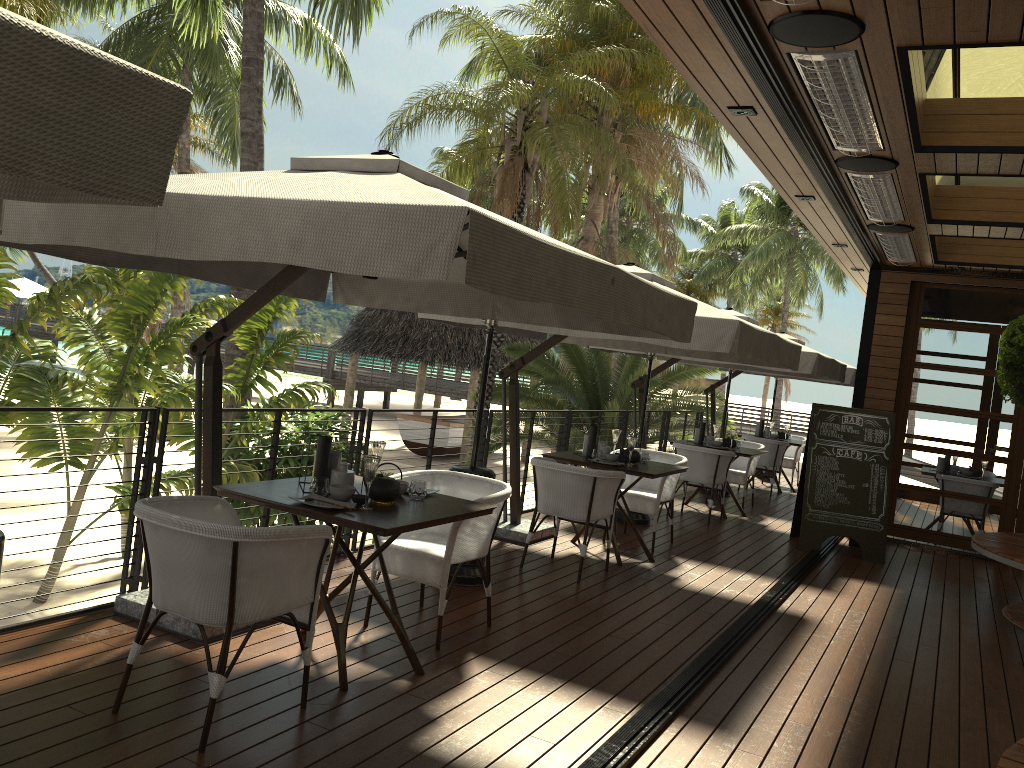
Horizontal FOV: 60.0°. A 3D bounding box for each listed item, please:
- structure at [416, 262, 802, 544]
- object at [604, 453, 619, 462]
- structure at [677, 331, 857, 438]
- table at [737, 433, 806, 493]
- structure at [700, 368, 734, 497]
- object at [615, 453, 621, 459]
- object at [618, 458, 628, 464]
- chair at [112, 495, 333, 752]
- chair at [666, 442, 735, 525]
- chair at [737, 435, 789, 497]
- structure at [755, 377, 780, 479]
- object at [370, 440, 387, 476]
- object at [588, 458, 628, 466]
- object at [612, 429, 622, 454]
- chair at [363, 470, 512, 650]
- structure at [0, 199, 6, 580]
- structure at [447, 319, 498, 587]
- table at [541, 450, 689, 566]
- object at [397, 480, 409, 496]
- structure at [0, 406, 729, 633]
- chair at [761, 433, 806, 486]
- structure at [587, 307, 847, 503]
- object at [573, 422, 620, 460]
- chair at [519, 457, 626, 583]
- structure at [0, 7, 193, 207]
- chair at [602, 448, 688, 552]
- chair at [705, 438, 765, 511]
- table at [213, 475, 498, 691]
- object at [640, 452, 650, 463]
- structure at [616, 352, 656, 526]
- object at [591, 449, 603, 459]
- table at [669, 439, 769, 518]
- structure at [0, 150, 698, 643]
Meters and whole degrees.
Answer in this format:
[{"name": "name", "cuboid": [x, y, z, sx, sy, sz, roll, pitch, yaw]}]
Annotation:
[{"name": "structure", "cuboid": [0.802, 0.193, 7.074, 2.416, 2.332, 2.412, 8, 1, 27]}, {"name": "object", "cuboid": [0.772, 0.579, 6.896, 0.116, 0.065, 0.116, 8, 2, 25]}, {"name": "structure", "cuboid": [3.845, 0.386, 13.096, 2.416, 2.332, 2.412, 8, 1, 27]}, {"name": "table", "cuboid": [3.845, 1.179, 13.130, 0.932, 0.749, 0.931, 8, 2, 27]}, {"name": "structure", "cuboid": [2.827, 0.364, 11.746, 0.700, 2.192, 0.699, 8, 1, 15]}, {"name": "object", "cuboid": [0.877, 0.592, 7.267, 0.080, 0.042, 0.080, 7, 2, -12]}, {"name": "object", "cuboid": [0.858, 0.603, 6.853, 0.080, 0.042, 0.080, 7, 2, -12]}, {"name": "chair", "cuboid": [-1.099, 0.847, 3.336, 0.628, 0.788, 0.616, 8, 1, 28]}, {"name": "chair", "cuboid": [1.987, 1.043, 9.439, 0.628, 0.788, 0.616, 8, 1, 28]}, {"name": "chair", "cuboid": [3.499, 1.139, 12.431, 0.628, 0.788, 0.616, 8, 1, 28]}, {"name": "structure", "cuboid": [4.318, 0.459, 14.694, 0.700, 2.192, 0.699, 8, 1, 15]}, {"name": "object", "cuboid": [-0.666, 0.394, 4.331, 0.082, 0.227, 0.082, 8, 1, 28]}, {"name": "object", "cuboid": [0.741, 0.600, 6.735, 0.295, 0.025, 0.170, 8, 2, 27]}, {"name": "object", "cuboid": [0.852, 0.490, 7.335, 0.082, 0.227, 0.082, 8, 1, 28]}, {"name": "chair", "cuboid": [-0.377, 0.895, 4.709, 0.628, 0.788, 0.616, 8, 1, 28]}, {"name": "structure", "cuboid": [-1.711, 0.077, 2.770, 0.700, 2.192, 0.699, 8, 1, 15]}, {"name": "structure", "cuboid": [-0.205, 0.172, 5.748, 0.700, 2.192, 0.699, 8, 1, 15]}, {"name": "table", "cuboid": [0.792, 0.985, 7.092, 0.932, 0.749, 0.931, 8, 2, 27]}, {"name": "object", "cuboid": [-0.551, 0.497, 4.219, 0.116, 0.065, 0.116, 8, 2, 25]}, {"name": "structure", "cuboid": [-2.234, 0.668, 3.704, 0.163, 1.153, 26.249, 8, 2, 27]}, {"name": "chair", "cuboid": [4.243, 1.188, 13.847, 0.628, 0.788, 0.616, 8, 1, 28]}, {"name": "structure", "cuboid": [2.323, 0.290, 10.085, 2.416, 2.332, 2.412, 8, 1, 27]}, {"name": "object", "cuboid": [0.681, 0.459, 7.147, 0.263, 0.264, 0.264, 7, 1, -18]}, {"name": "chair", "cuboid": [0.415, 0.943, 6.329, 0.628, 0.788, 0.616, 8, 1, 28]}, {"name": "structure", "cuboid": [-2.242, 0.000, 1.053, 2.416, 2.332, 2.412, 8, 1, 27]}, {"name": "chair", "cuboid": [1.163, 0.992, 7.755, 0.628, 0.788, 0.616, 8, 1, 28]}, {"name": "chair", "cuboid": [2.709, 1.091, 10.813, 0.628, 0.788, 0.616, 8, 1, 28]}, {"name": "table", "cuboid": [-0.734, 0.888, 4.073, 0.932, 0.749, 0.931, 8, 2, 27]}, {"name": "object", "cuboid": [1.074, 0.597, 7.188, 0.086, 0.086, 0.086, 8, 2, 32]}, {"name": "structure", "cuboid": [1.295, 0.267, 8.716, 0.700, 2.192, 0.699, 8, 1, 15]}, {"name": "object", "cuboid": [0.667, 0.553, 6.927, 0.086, 0.086, 0.086, 8, 2, 32]}, {"name": "table", "cuboid": [2.319, 1.082, 10.111, 0.932, 0.749, 0.931, 8, 2, 27]}, {"name": "structure", "cuboid": [-0.720, 0.096, 4.064, 2.416, 2.332, 2.412, 8, 1, 27]}]
